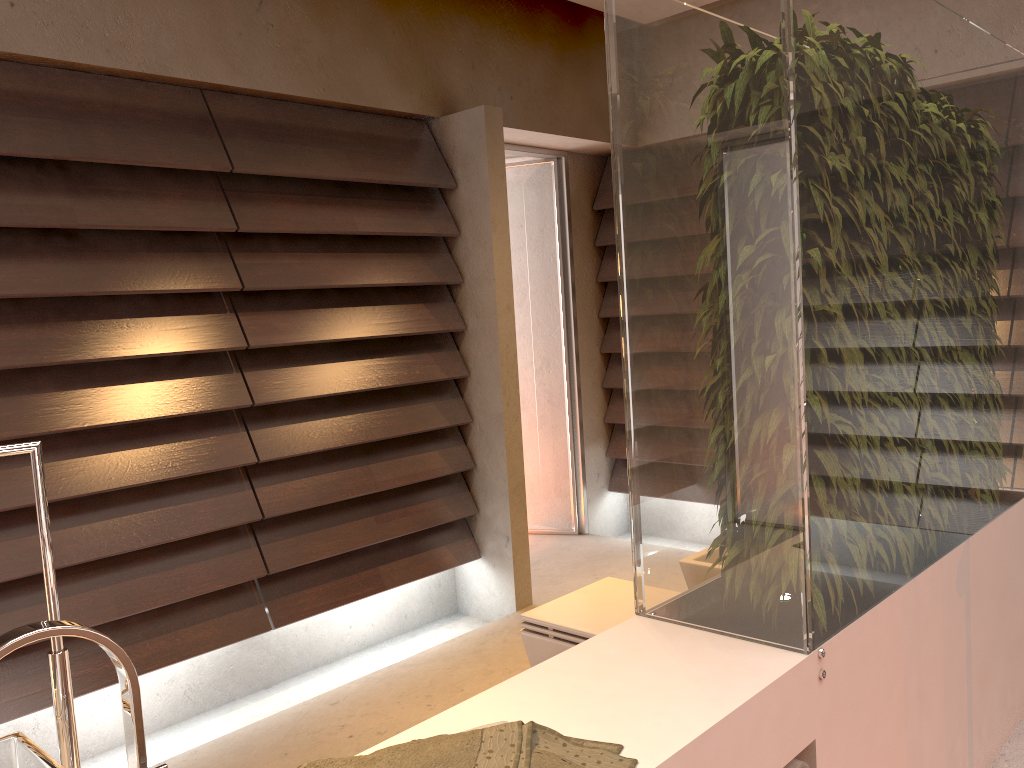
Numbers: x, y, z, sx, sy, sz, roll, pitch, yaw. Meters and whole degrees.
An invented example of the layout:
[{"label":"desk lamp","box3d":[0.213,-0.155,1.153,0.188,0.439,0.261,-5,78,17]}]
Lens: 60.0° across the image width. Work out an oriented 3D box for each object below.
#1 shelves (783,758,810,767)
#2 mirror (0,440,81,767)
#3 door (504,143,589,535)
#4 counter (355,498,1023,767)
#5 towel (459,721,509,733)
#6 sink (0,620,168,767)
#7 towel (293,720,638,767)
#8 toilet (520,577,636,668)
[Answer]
[{"label":"shelves","box3d":[0.215,0.865,1.461,0.368,0.436,0.487,1,7,44]},{"label":"mirror","box3d":[-0.597,0.280,0.835,0.316,0.589,0.074,-8,7,-44]},{"label":"door","box3d":[-0.325,-0.152,4.582,0.903,2.000,1.007,1,7,44]},{"label":"counter","box3d":[0.361,0.718,1.598,0.350,0.686,2.931,1,7,44]},{"label":"towel","box3d":[-0.140,0.511,1.110,0.394,0.027,0.202,-6,5,-26]},{"label":"sink","box3d":[-0.499,0.403,0.685,0.340,0.357,0.486,1,7,44]},{"label":"towel","box3d":[-0.119,0.491,1.137,0.571,0.057,0.258,-4,5,-5]},{"label":"toilet","box3d":[0.319,0.744,2.146,0.468,0.400,0.357,1,7,44]}]
